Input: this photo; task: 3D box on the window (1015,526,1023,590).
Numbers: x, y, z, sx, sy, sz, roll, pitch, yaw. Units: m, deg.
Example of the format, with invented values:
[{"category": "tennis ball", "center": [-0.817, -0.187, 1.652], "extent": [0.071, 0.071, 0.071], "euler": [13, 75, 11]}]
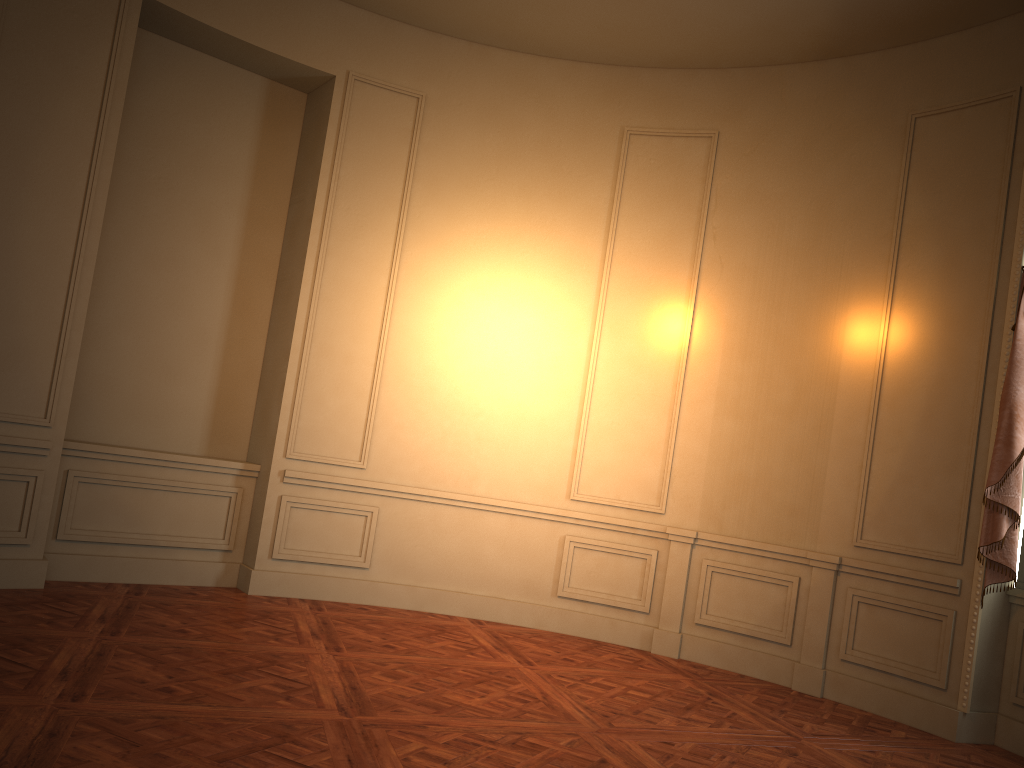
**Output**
[{"category": "window", "center": [3.222, -0.278, 4.468], "extent": [0.155, 2.833, 1.291], "euler": [10, -4, -17]}]

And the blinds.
[{"category": "blinds", "center": [2.999, -0.252, 4.380], "extent": [0.290, 2.974, 1.313], "euler": [10, -4, -18]}]
